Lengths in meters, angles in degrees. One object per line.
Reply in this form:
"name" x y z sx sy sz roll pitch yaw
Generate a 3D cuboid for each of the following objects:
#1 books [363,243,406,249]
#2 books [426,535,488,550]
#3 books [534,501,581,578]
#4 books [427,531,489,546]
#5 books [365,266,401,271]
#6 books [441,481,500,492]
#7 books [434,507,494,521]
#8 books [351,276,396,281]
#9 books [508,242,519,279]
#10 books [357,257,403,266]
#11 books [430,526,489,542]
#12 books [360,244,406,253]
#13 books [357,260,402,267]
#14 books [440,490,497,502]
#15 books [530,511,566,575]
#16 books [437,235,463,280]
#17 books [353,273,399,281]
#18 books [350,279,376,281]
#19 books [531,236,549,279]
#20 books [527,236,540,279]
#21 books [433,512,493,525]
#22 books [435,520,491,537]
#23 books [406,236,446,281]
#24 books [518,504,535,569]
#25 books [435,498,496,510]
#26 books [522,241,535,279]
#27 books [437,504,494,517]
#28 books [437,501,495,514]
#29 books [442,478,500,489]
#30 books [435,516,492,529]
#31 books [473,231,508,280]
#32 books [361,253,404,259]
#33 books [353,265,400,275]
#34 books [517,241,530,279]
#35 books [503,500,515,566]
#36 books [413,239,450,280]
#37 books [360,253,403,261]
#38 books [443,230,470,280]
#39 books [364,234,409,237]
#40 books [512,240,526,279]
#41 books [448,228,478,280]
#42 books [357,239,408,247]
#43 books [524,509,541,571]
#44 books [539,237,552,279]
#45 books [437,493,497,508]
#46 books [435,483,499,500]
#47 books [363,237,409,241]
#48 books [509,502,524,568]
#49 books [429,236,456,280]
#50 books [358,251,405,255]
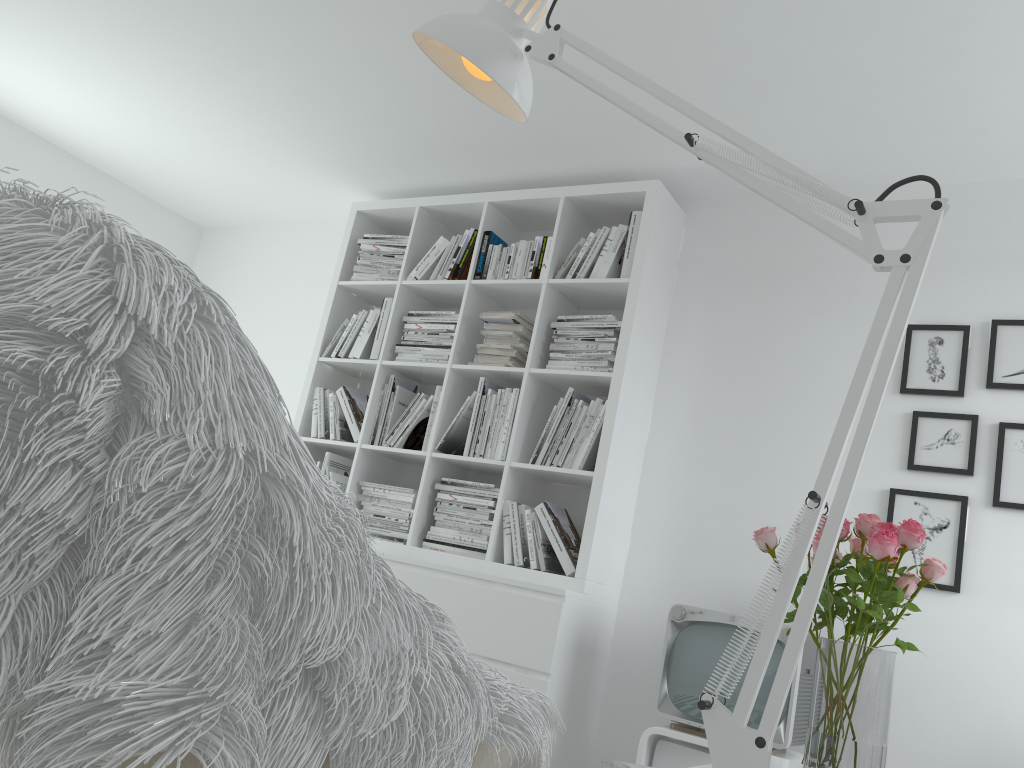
"books" -0.568 -0.622 4.231 0.254 0.013 0.161 8 -13 18
"books" -0.174 0.640 3.518 0.288 0.016 0.182 4 -15 32
"books" 0.201 0.583 3.283 0.226 0.255 0.176 4 -15 32
"books" -0.170 0.628 3.534 0.288 0.016 0.182 4 -15 32
"books" -0.568 -0.516 4.214 0.288 0.016 0.182 5 -14 28
"books" -0.128 0.427 3.571 0.285 0.012 0.159 4 -15 32
"books" -0.160 0.535 3.565 0.263 0.017 0.167 4 -15 32
"books" -0.591 -0.456 4.191 0.288 0.016 0.182 8 -13 18
"books" 0.037 -0.493 3.755 0.022 0.178 0.128 4 -15 32
"books" -0.584 -0.552 4.217 0.263 0.017 0.167 8 -13 18
"books" -0.168 0.610 3.539 0.273 0.021 0.174 4 -15 32
"books" -0.564 -0.606 4.218 0.273 0.021 0.174 9 -13 13
"books" -0.575 -0.532 4.222 0.288 0.016 0.182 9 -13 13
"books" -0.144 0.465 3.579 0.254 0.013 0.161 4 -15 32
"books" 0.137 0.599 3.311 0.118 0.213 0.161 4 -15 32
"books" -0.236 -0.528 3.940 0.084 0.222 0.161 4 -15 32
"books" -0.590 -0.476 4.192 0.273 0.021 0.174 7 -14 23
"books" -0.594 -0.445 4.171 0.288 0.016 0.182 7 -14 23
"books" 0.146 -0.495 3.688 0.045 0.196 0.136 4 -15 32
"books" 0.118 -0.498 3.707 0.020 0.200 0.127 4 -15 32
"books" -0.149 0.556 3.568 0.288 0.016 0.182 4 -15 32
"books" -0.138 0.594 3.546 0.296 0.028 0.180 4 -15 32
"books" -0.341 -0.530 4.030 0.173 0.226 0.186 4 -15 32
"books" 0.082 0.586 3.351 0.104 0.232 0.152 4 -15 32
"books" -0.161 0.494 3.567 0.256 0.013 0.161 4 -15 32
"books" 0.096 -0.492 3.710 0.022 0.179 0.128 4 -15 32
"books" -0.156 0.519 3.558 0.254 0.012 0.161 4 -15 32
"books" -0.141 0.509 3.560 0.285 0.012 0.159 4 -15 32
"books" -0.137 0.415 3.585 0.254 0.012 0.161 4 -15 32
"books" -0.144 0.571 3.559 0.288 0.016 0.182 4 -15 32
"books" -0.094 -0.528 3.846 0.042 0.231 0.140 4 -15 32
"books" -0.563 -0.577 4.214 0.285 0.012 0.159 7 -14 23
"books" -0.582 -0.498 4.197 0.296 0.028 0.180 9 -13 13
"books" 0.078 -0.492 3.723 0.021 0.178 0.128 4 -15 32
"books" 0.023 0.580 3.399 0.093 0.239 0.172 4 -15 32
"books" -0.316 -0.524 4.000 0.162 0.210 0.167 4 -15 32
"books" -0.578 -0.568 4.210 0.254 0.012 0.161 9 -13 13
"books" -0.203 -0.537 3.933 0.089 0.248 0.159 4 -15 32
"books" -0.559 -0.673 4.237 0.254 0.012 0.161 7 -14 23
"books" 0.060 -0.494 3.743 0.030 0.184 0.134 4 -15 32
"books" -0.167 -0.537 3.909 0.118 0.251 0.170 4 -15 32
"books" -0.553 -0.639 4.230 0.331 0.025 0.176 7 -14 23
"books" 0.107 0.595 3.337 0.101 0.218 0.161 4 -15 32
"books" 0.178 -0.492 3.663 0.036 0.191 0.139 4 -15 32
"books" -0.143 0.480 3.565 0.273 0.021 0.174 4 -15 32
"books" -0.130 0.448 3.576 0.331 0.025 0.176 4 -15 32
"books" -0.549 -0.660 4.224 0.285 0.012 0.159 5 -14 28
"books" 0.054 0.582 3.367 0.112 0.235 0.172 4 -15 32
"books" -0.264 -0.528 3.960 0.101 0.218 0.161 4 -15 32
"books" -0.583 -0.594 4.217 0.256 0.013 0.161 5 -14 28
